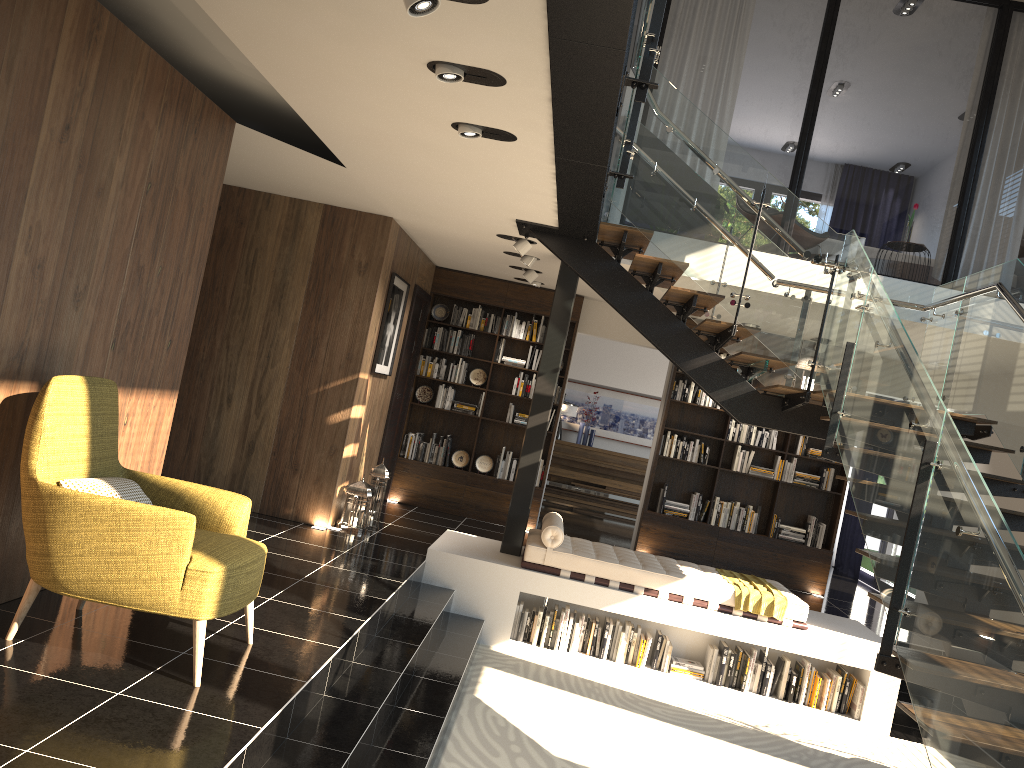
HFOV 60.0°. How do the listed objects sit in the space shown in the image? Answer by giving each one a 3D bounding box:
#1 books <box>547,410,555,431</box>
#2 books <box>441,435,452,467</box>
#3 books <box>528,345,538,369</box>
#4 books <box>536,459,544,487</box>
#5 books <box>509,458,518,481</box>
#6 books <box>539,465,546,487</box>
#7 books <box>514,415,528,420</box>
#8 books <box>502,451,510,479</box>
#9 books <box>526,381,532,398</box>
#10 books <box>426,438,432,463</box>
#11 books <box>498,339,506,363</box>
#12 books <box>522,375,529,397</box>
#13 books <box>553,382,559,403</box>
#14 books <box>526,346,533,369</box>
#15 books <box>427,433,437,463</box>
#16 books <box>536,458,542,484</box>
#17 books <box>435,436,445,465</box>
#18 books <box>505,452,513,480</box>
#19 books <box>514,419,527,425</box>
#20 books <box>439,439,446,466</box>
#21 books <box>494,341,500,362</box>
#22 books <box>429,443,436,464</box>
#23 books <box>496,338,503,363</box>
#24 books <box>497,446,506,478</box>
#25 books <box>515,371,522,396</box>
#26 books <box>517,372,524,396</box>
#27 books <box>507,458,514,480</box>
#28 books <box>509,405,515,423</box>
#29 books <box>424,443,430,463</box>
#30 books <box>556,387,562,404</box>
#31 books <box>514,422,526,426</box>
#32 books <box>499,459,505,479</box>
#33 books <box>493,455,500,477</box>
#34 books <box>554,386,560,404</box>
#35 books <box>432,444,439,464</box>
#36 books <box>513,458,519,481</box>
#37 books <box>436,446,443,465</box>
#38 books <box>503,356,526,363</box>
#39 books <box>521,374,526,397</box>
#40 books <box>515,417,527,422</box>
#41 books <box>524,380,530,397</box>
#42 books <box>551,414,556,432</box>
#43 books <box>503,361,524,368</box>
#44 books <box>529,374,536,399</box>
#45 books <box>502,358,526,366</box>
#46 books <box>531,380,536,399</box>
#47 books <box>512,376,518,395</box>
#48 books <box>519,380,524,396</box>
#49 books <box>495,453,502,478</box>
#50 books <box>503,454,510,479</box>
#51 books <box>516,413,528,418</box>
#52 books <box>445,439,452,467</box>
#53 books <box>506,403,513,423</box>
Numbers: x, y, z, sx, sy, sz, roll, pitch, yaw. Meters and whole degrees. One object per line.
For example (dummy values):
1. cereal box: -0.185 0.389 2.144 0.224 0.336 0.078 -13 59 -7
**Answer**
1. books: 0.440 0.408 9.957 0.047 0.253 0.210 12 -1 4
2. books: -0.742 0.750 10.017 0.019 0.356 0.235 12 -1 4
3. books: 0.235 -0.302 10.009 0.049 0.286 0.259 12 -1 4
4. books: 0.316 0.999 9.961 0.029 0.306 0.149 12 0 4
5. books: 0.019 0.962 9.989 0.037 0.255 0.145 12 0 4
6. books: 0.339 1.034 9.969 0.029 0.247 0.139 12 0 4
7. books: 0.164 0.390 10.015 0.266 0.019 0.157 12 -1 5
8. books: -0.071 0.912 10.010 0.019 0.317 0.122 12 0 4
9. books: 0.196 0.062 9.955 0.032 0.195 0.183 12 -1 4
10. books: -0.924 0.751 10.051 0.017 0.282 0.232 12 -1 4
11. books: -0.112 -0.370 10.054 0.016 0.278 0.209 12 -1 4
12. books: 0.152 0.023 9.966 0.021 0.253 0.167 12 -1 4
13. books: 0.492 0.099 9.963 0.018 0.246 0.144 12 -1 4
14. books: 0.198 -0.298 10.028 0.023 0.264 0.219 12 -1 4
15. books: -0.903 0.725 10.033 0.016 0.341 0.217 12 -1 4
16. books: 0.287 0.988 9.969 0.035 0.314 0.168 12 0 4
17. books: -0.820 0.752 10.045 0.016 0.322 0.219 12 -1 4
18. books: -0.034 0.918 9.993 0.019 0.321 0.161 12 0 4
19. books: 0.152 0.442 10.000 0.271 0.028 0.174 12 -1 -1
20. books: -0.768 0.772 10.042 0.027 0.304 0.204 12 -1 4
21. books: -0.163 -0.362 10.078 0.028 0.242 0.194 12 -1 4
22. books: -0.888 0.789 10.070 0.034 0.223 0.209 12 -1 4
23. books: -0.134 -0.375 10.050 0.027 0.279 0.166 12 -1 4
24. books: -0.120 0.879 9.970 0.017 0.359 0.189 12 0 4
25. books: 0.075 -0.006 9.999 0.025 0.280 0.145 12 0 4
26. books: 0.095 0.002 9.980 0.019 0.272 0.175 12 -1 4
27. books: -0.015 0.958 10.011 0.033 0.250 0.115 12 0 4
28. books: 0.001 0.340 9.999 0.036 0.206 0.215 12 -1 4
29. books: -0.951 0.776 10.064 0.026 0.222 0.209 12 -1 4
30. books: 0.529 0.132 9.937 0.026 0.196 0.170 12 -1 4
31. books: 0.147 0.466 10.011 0.245 0.021 0.159 12 -1 6
32. books: -0.107 0.957 10.012 0.034 0.215 0.104 12 0 4
33. books: -0.172 0.928 10.022 0.023 0.244 0.135 12 0 4
34. books: 0.507 0.125 9.954 0.023 0.200 0.121 12 -1 4
35. books: -0.854 0.796 10.067 0.036 0.222 0.173 12 -1 4
36. books: 0.051 0.967 10.001 0.025 0.260 0.114 12 0 4
37. books: -0.806 0.813 10.063 0.033 0.208 0.192 12 -1 4
38. books: 0.030 -0.273 10.062 0.264 0.021 0.189 12 -1 2
39. books: 0.136 0.020 9.975 0.014 0.253 0.169 12 -1 4
40. books: 0.158 0.414 10.009 0.263 0.030 0.159 12 -1 1
41. books: 0.171 0.055 9.985 0.026 0.200 0.154 12 -1 4
42. books: 0.470 0.440 9.984 0.021 0.204 0.169 12 -1 4
43. books: 0.019 -0.217 10.066 0.239 0.033 0.176 12 -1 1
44. books: 0.232 0.026 9.974 0.020 0.281 0.153 12 0 4
45. books: 0.024 -0.248 10.053 0.266 0.030 0.210 12 -1 4
46. books: 0.247 0.061 9.962 0.027 0.219 0.139 12 -1 4
47. books: 0.040 0.022 10.009 0.033 0.211 0.132 12 -1 4
48. books: 0.108 0.052 9.983 0.028 0.180 0.130 12 -1 4
49. books: -0.146 0.916 10.013 0.024 0.278 0.135 12 0 4
50. books: -0.055 0.930 10.010 0.019 0.289 0.145 12 0 4
51. books: 0.169 0.366 10.024 0.239 0.031 0.146 12 -1 4
52. books: -0.715 0.777 10.038 0.042 0.315 0.193 12 -1 4
53. books: -0.027 0.326 10.030 0.028 0.224 0.161 12 -1 4
